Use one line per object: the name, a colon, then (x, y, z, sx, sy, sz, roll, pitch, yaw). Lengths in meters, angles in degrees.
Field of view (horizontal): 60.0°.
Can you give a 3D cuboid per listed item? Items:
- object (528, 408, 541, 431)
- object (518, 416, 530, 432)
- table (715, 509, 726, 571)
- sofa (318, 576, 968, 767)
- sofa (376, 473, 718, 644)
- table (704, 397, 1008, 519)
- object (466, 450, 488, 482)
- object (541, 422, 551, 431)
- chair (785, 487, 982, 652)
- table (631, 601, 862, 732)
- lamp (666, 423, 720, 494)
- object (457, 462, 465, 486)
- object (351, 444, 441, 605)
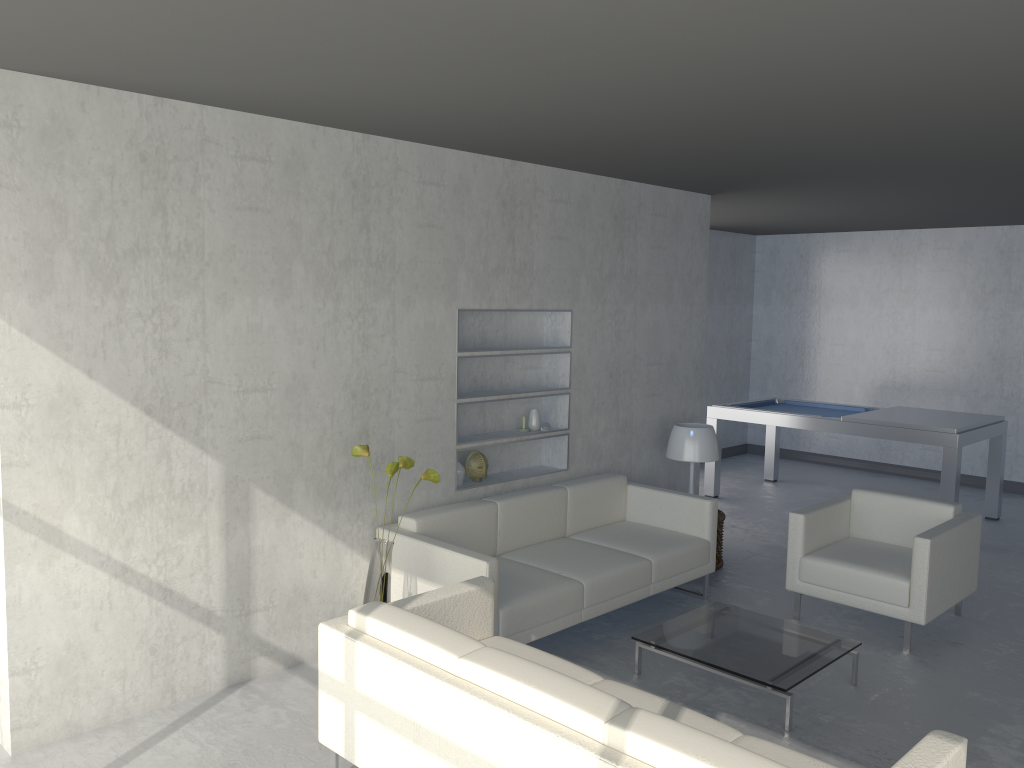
object: (0.136, 0.216, 5.384, 0.079, 0.130, 0.079, 6, 7, 42)
object: (0.072, 0.239, 5.330, 0.074, 0.094, 0.074, 2, 6, 8)
table: (1.182, 1.020, 5.902, 0.452, 0.358, 0.452, 3, 6, 19)
sofa: (0.270, 1.150, 2.770, 1.881, 0.658, 0.821, 6, 8, 44)
sofa: (0.267, 0.952, 4.818, 0.821, 0.658, 1.881, 6, 8, 44)
table: (2.884, 0.628, 7.588, 2.095, 0.835, 1.180, 6, 8, 44)
object: (-0.181, 0.468, 5.059, 0.088, 0.179, 0.163, 5, 7, 34)
object: (0.207, 0.258, 5.381, 0.064, 0.050, 0.064, -3, 7, -40)
chair: (2.056, 0.976, 4.918, 0.748, 0.662, 0.821, 6, 8, 44)
table: (1.081, 1.273, 4.100, 0.773, 0.190, 0.730, 6, 8, 44)
lamp: (1.189, 0.562, 5.857, 0.347, 0.582, 0.347, 2, 6, 13)
object: (-0.305, 0.501, 4.974, 0.086, 0.128, 0.086, -3, 7, -35)
object: (-0.516, 0.815, 4.067, 0.400, 1.051, 0.387, -1, 6, -18)
